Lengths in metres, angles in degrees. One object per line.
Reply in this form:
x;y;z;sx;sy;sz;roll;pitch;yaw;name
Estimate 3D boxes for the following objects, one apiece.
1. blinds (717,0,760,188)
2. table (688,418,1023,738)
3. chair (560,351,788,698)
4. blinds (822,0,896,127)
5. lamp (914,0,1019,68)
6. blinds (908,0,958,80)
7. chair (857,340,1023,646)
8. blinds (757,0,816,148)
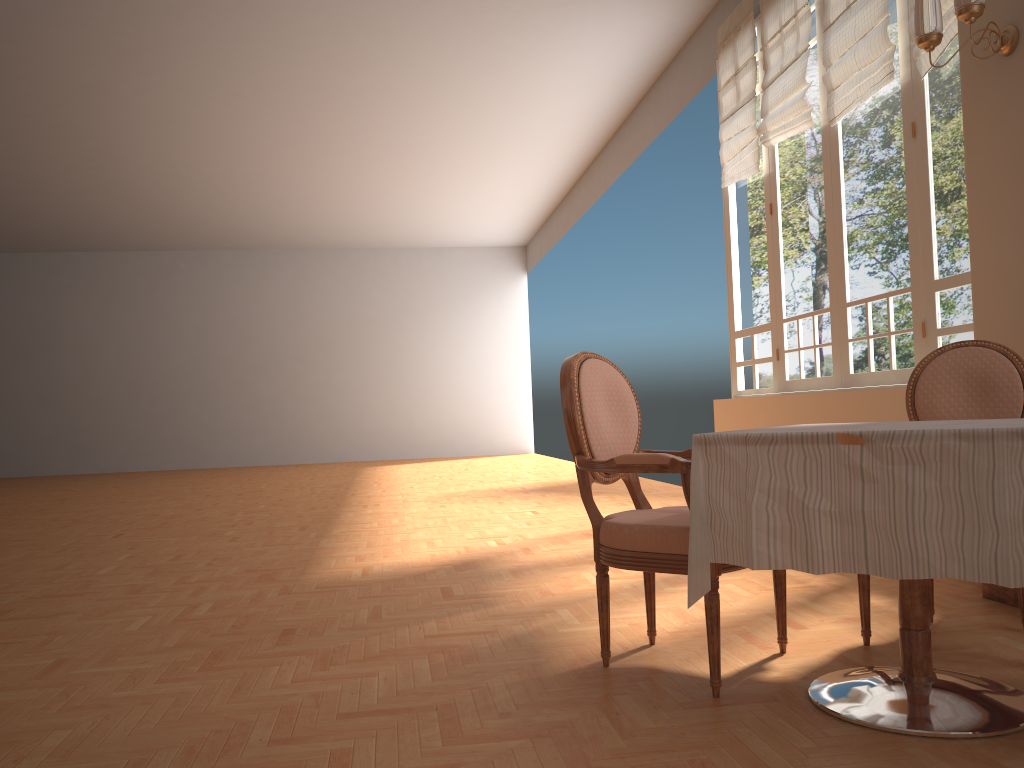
1.639;-2.096;6.470;0.038;1.292;0.689;-2;-2;-8;blinds
0.985;0.439;2.184;0.829;0.677;0.831;-4;-2;37;table
0.456;0.349;2.611;0.593;0.931;0.521;-3;-2;37;chair
1.860;-2.159;4.841;0.054;1.301;0.689;-2;-2;-8;blinds
1.558;-1.291;3.014;0.274;0.362;0.320;-2;-2;-8;lamp
1.989;-2.157;3.996;0.072;1.376;0.699;-2;-2;-7;blinds
1.391;0.317;2.751;0.521;0.931;0.593;-3;-2;37;chair
1.733;-2.157;5.687;0.085;1.235;0.699;-2;-2;-8;blinds
